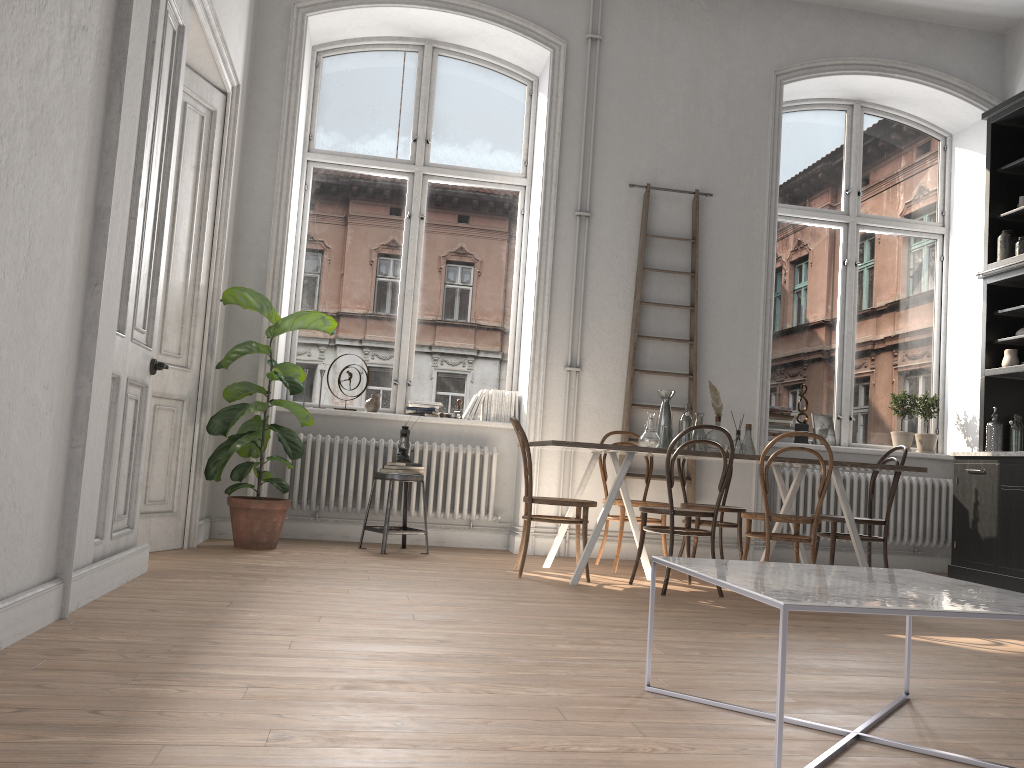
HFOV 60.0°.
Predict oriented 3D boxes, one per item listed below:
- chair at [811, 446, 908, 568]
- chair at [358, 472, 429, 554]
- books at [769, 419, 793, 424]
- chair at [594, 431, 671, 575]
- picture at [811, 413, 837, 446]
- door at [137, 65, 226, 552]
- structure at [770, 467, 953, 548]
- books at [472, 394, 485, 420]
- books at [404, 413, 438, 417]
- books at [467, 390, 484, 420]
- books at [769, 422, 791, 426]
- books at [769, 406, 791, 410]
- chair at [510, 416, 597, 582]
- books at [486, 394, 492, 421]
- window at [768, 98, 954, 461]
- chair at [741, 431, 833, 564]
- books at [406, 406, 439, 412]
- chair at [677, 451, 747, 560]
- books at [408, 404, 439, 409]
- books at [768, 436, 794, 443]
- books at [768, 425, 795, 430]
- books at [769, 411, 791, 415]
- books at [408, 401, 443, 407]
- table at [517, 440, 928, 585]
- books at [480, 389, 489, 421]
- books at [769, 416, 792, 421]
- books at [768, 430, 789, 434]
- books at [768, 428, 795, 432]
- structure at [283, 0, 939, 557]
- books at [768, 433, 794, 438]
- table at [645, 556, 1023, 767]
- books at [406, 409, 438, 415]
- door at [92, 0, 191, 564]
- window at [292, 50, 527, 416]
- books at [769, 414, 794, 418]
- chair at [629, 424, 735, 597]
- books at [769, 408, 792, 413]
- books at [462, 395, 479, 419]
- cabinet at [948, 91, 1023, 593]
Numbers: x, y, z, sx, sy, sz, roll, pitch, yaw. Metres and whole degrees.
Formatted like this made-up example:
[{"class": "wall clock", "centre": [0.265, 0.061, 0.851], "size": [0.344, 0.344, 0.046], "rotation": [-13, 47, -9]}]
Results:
[{"class": "chair", "centre": [2.152, 0.826, 5.530], "size": [0.549, 0.920, 0.438], "rotation": [4, -5, 3]}, {"class": "chair", "centre": [-0.778, 0.865, 5.991], "size": [0.364, 0.522, 0.360], "rotation": [7, -6, -35]}, {"class": "books", "centre": [2.111, 0.302, 7.107], "size": [0.222, 0.024, 0.158], "rotation": [5, -5, -9]}, {"class": "chair", "centre": [0.804, 0.765, 5.873], "size": [0.438, 0.920, 0.549], "rotation": [5, -5, -11]}, {"class": "picture", "centre": [2.509, 0.379, 7.209], "size": [0.221, 0.264, 0.149], "rotation": [6, -5, -25]}, {"class": "door", "centre": [-2.008, -0.467, 4.935], "size": [0.216, 2.812, 1.098], "rotation": [3, -5, 16]}, {"class": "structure", "centre": [2.736, 0.976, 6.998], "size": [1.577, 0.552, 0.194], "rotation": [5, -5, -9]}, {"class": "books", "centre": [-0.256, 0.180, 6.734], "size": [0.072, 0.203, 0.155], "rotation": [5, -5, -9]}, {"class": "books", "centre": [-0.681, 0.235, 6.648], "size": [0.221, 0.023, 0.147], "rotation": [0, -7, 40]}, {"class": "books", "centre": [-0.279, 0.161, 6.730], "size": [0.100, 0.234, 0.174], "rotation": [5, -5, -9]}, {"class": "books", "centre": [2.107, 0.324, 7.099], "size": [0.205, 0.022, 0.155], "rotation": [3, -5, 5]}, {"class": "books", "centre": [2.109, 0.195, 7.119], "size": [0.201, 0.024, 0.159], "rotation": [6, -5, -19]}, {"class": "chair", "centre": [0.230, 0.669, 5.246], "size": [0.549, 0.920, 0.438], "rotation": [4, -5, -1]}, {"class": "books", "centre": [-0.183, 0.185, 6.745], "size": [0.020, 0.205, 0.155], "rotation": [5, -5, -9]}, {"class": "window", "centre": [8.845, -4.491, 11.770], "size": [14.386, 15.924, 26.414], "rotation": [5, -5, -9]}, {"class": "chair", "centre": [1.532, 0.736, 5.003], "size": [0.438, 0.920, 0.549], "rotation": [4, -5, 2]}, {"class": "books", "centre": [-0.669, 0.191, 6.648], "size": [0.221, 0.023, 0.147], "rotation": [3, -5, 7]}, {"class": "chair", "centre": [1.355, 0.818, 6.041], "size": [0.438, 0.920, 0.549], "rotation": [4, -5, -2]}, {"class": "books", "centre": [-0.664, 0.169, 6.638], "size": [0.205, 0.020, 0.155], "rotation": [6, -5, -19]}, {"class": "books", "centre": [2.085, 0.442, 7.077], "size": [0.248, 0.043, 0.192], "rotation": [5, -5, -9]}, {"class": "books", "centre": [2.100, 0.349, 7.101], "size": [0.245, 0.028, 0.194], "rotation": [5, -5, -14]}, {"class": "books", "centre": [2.100, 0.236, 7.105], "size": [0.231, 0.023, 0.163], "rotation": [3, -5, 7]}, {"class": "books", "centre": [-0.646, 0.147, 6.664], "size": [0.244, 0.019, 0.175], "rotation": [4, -5, 1]}, {"class": "table", "centre": [1.182, 0.819, 5.416], "size": [2.200, 0.779, 1.101], "rotation": [5, -5, -9]}, {"class": "books", "centre": [-0.211, 0.166, 6.763], "size": [0.024, 0.243, 0.175], "rotation": [5, -5, -9]}, {"class": "books", "centre": [2.110, 0.279, 7.103], "size": [0.205, 0.022, 0.155], "rotation": [5, -5, -14]}, {"class": "books", "centre": [2.091, 0.387, 7.080], "size": [0.249, 0.023, 0.175], "rotation": [5, -5, -8]}, {"class": "books", "centre": [2.100, 0.370, 7.098], "size": [0.255, 0.014, 0.193], "rotation": [4, -5, -6]}, {"class": "structure", "centre": [1.052, -0.923, 6.778], "size": [5.182, 4.471, 0.340], "rotation": [5, -5, -9]}, {"class": "books", "centre": [2.090, 0.409, 7.078], "size": [0.249, 0.023, 0.175], "rotation": [5, -5, -13]}, {"class": "table", "centre": [0.892, 0.710, 2.286], "size": [0.849, 0.391, 0.850], "rotation": [5, -5, -9]}, {"class": "books", "centre": [-0.673, 0.212, 6.647], "size": [0.205, 0.022, 0.155], "rotation": [3, -5, 11]}, {"class": "door", "centre": [-1.656, -0.544, 3.817], "size": [0.216, 2.812, 1.097], "rotation": [5, -5, -8]}, {"class": "window", "centre": [-0.761, -1.212, 6.914], "size": [1.622, 2.841, 0.013], "rotation": [5, -5, -9]}, {"class": "books", "centre": [2.106, 0.258, 7.105], "size": [0.244, 0.019, 0.174], "rotation": [5, -5, -9]}, {"class": "chair", "centre": [0.950, 0.691, 4.947], "size": [0.438, 0.920, 0.549], "rotation": [5, -5, -13]}, {"class": "books", "centre": [2.114, 0.216, 7.109], "size": [0.205, 0.020, 0.155], "rotation": [5, -5, -9]}, {"class": "books", "centre": [-0.319, 0.178, 6.726], "size": [0.105, 0.194, 0.155], "rotation": [5, -5, -10]}, {"class": "cabinet", "centre": [3.883, -0.430, 5.132], "size": [0.635, 3.580, 3.252], "rotation": [5, -5, -9]}]
